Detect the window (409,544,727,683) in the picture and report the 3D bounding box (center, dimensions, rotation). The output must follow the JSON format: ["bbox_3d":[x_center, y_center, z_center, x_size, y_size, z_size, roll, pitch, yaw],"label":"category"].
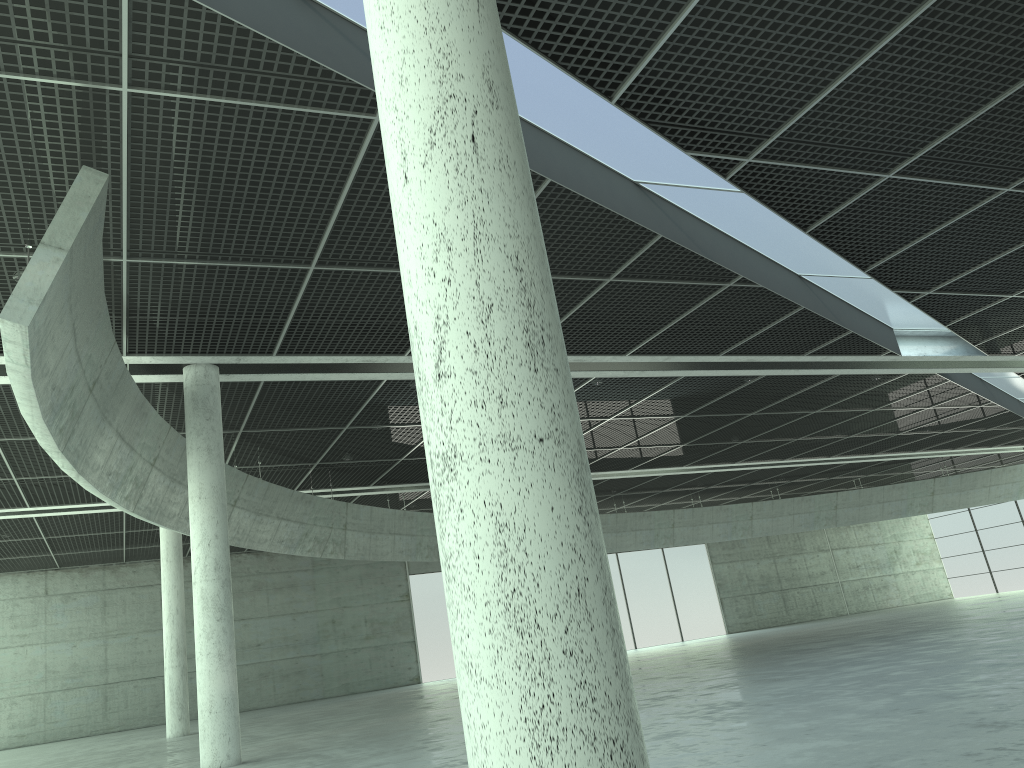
[{"bbox_3d":[6.412,24.341,87.172,33.479,10.656,0.159,-1,-19,-24],"label":"window"}]

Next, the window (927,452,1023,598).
[{"bbox_3d":[24.779,4.893,45.060,100.636,16.071,99.771,-1,-19,-24],"label":"window"}]
